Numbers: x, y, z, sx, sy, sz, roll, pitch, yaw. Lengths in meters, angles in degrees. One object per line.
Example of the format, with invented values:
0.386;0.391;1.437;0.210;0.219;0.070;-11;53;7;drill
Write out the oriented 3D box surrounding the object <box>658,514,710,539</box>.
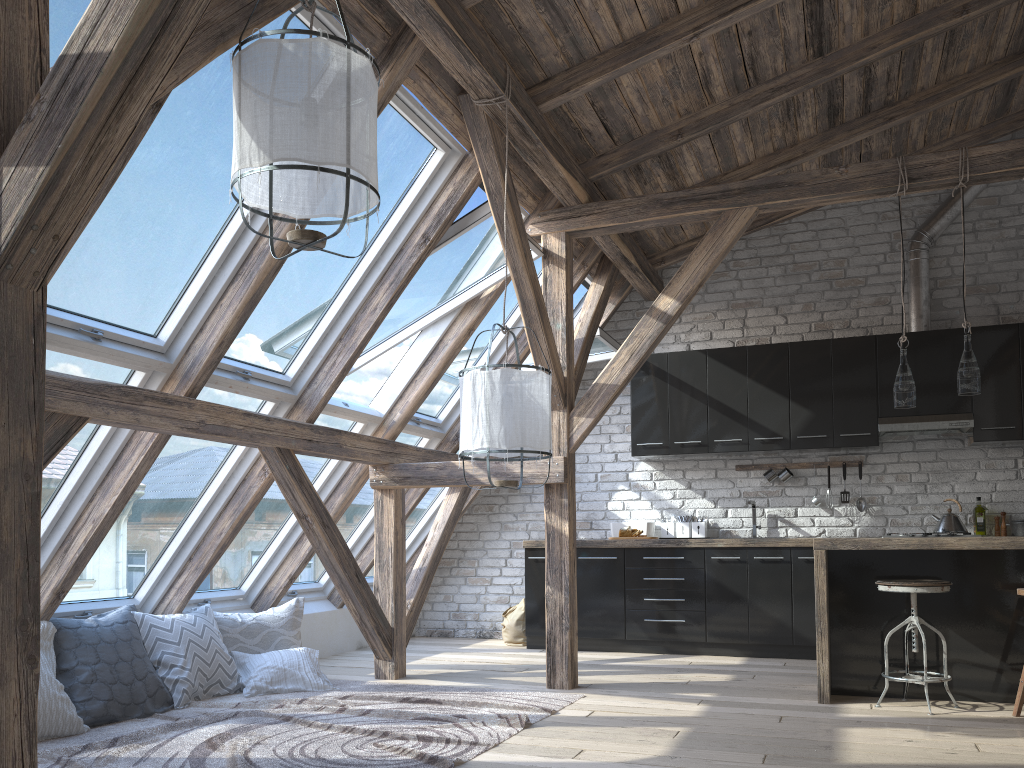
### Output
1.364;1.123;6.942;0.406;0.199;0.148;-4;-6;22;object

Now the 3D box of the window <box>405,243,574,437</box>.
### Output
-0.226;-0.347;5.890;1.098;1.264;0.863;-3;-6;21;window

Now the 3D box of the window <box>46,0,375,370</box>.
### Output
-1.209;-0.793;3.314;1.098;1.264;0.863;-3;-6;21;window

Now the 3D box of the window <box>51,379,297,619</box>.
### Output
-1.803;0.604;4.467;1.098;1.264;0.863;-3;-6;21;window

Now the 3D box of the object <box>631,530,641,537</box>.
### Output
0.947;1.143;6.728;0.072;0.057;0.084;0;-8;-3;object

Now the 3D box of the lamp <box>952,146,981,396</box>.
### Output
2.295;-0.569;4.468;0.109;1.226;0.241;-2;-4;33;lamp

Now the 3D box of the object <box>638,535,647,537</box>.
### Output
1.002;1.167;6.746;0.068;0.017;0.078;0;-10;-1;object

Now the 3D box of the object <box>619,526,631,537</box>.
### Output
0.864;1.132;6.737;0.090;0.086;0.087;0;-7;-2;object

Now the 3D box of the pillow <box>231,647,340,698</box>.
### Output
-1.320;1.668;5.095;0.538;0.239;0.480;4;-10;-27;pillow

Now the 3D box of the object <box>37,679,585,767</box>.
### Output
-1.189;1.498;3.737;2.192;0.056;3.224;-4;-11;21;object

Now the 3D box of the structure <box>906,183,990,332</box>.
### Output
3.346;-1.000;6.278;0.984;1.272;0.171;-3;-4;21;structure

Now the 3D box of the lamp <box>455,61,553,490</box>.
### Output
-0.030;-0.485;3.834;0.408;1.877;0.402;1;-4;-28;lamp

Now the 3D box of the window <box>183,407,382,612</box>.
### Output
-1.475;0.753;5.325;1.098;1.264;0.863;-3;-6;21;window

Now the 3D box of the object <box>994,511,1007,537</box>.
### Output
3.439;0.983;6.194;0.080;0.181;0.039;-3;-4;34;object

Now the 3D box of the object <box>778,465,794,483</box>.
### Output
2.087;0.685;6.709;0.118;0.138;0.093;-5;-7;38;object

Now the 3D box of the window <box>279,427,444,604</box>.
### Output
-1.147;0.902;6.184;1.098;1.264;0.863;-3;-6;21;window

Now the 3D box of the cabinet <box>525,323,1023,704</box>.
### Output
1.892;0.605;5.733;4.223;2.484;2.113;-4;-7;21;cabinet

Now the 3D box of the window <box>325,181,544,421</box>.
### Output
-0.600;-0.492;5.049;1.409;1.264;0.863;-3;-6;21;window

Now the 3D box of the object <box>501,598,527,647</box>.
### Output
0.046;1.944;7.239;0.339;0.386;0.395;5;-9;-43;object

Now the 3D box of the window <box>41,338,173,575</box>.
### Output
-2.130;0.455;3.608;1.098;1.264;0.863;-3;-6;21;window

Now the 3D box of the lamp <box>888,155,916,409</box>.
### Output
2.021;-0.524;4.563;0.108;1.276;0.226;-2;-3;23;lamp

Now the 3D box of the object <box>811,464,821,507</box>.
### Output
2.290;0.764;6.640;0.071;0.323;0.066;-2;-3;21;object

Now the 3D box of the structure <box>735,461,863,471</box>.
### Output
2.175;0.621;6.702;0.934;0.045;0.082;-4;-9;21;structure

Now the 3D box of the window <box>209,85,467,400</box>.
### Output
-0.881;-0.644;4.173;1.098;1.264;0.863;-3;-6;21;window

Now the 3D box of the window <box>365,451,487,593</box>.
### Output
-0.819;1.051;7.043;1.098;1.264;0.863;-3;-6;21;window

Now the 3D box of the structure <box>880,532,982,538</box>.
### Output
2.900;1.053;6.132;0.607;0.031;0.502;-4;-11;21;structure

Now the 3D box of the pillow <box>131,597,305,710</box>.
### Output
-1.668;1.531;5.088;0.502;0.527;1.167;-3;-9;26;pillow

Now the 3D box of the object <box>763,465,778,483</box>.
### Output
1.988;0.694;6.755;0.118;0.138;0.094;-3;-6;23;object

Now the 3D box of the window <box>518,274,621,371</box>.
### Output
0.044;-0.193;6.771;1.523;1.264;0.863;-3;-6;21;window

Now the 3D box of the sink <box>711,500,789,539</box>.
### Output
1.782;1.121;6.557;0.527;0.510;0.519;-3;-7;21;sink

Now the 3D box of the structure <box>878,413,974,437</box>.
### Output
2.933;0.293;6.273;0.601;0.102;0.373;-4;-10;21;structure

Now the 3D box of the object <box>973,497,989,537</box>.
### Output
3.319;0.939;6.221;0.089;0.280;0.082;-2;-4;16;object

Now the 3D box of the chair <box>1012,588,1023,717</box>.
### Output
2.599;1.278;4.194;0.342;0.590;0.343;-5;-6;41;chair

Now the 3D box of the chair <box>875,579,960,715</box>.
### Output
2.027;1.305;4.424;0.355;0.630;0.356;3;-6;-35;chair

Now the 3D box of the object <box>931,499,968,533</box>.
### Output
3.006;0.904;6.043;0.222;0.233;0.224;-2;-6;11;object

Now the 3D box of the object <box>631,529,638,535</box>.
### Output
0.940;1.149;6.786;0.074;0.066;0.080;0;-7;-7;object

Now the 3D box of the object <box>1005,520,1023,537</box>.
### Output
3.537;0.976;6.038;0.248;0.139;0.211;-3;-8;19;object

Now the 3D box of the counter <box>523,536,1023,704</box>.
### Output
1.684;1.428;5.698;3.819;0.843;2.267;-4;-10;21;counter

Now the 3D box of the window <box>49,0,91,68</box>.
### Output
-1.537;-0.942;2.455;1.098;1.264;0.863;-3;-6;21;window

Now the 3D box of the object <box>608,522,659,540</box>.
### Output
0.954;1.150;6.891;0.381;0.132;0.598;-2;-10;9;object

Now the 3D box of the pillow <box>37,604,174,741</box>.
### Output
-2.101;1.328;4.079;0.468;0.556;1.287;-3;-9;21;pillow

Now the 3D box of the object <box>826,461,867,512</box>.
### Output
2.477;0.766;6.534;0.283;0.378;0.070;-3;-4;21;object

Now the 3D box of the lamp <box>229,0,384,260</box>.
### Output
-0.566;-1.018;2.454;0.407;1.292;0.403;0;-4;-3;lamp

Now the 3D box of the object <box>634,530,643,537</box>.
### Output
0.973;1.147;6.740;0.073;0.054;0.084;0;-8;-3;object
